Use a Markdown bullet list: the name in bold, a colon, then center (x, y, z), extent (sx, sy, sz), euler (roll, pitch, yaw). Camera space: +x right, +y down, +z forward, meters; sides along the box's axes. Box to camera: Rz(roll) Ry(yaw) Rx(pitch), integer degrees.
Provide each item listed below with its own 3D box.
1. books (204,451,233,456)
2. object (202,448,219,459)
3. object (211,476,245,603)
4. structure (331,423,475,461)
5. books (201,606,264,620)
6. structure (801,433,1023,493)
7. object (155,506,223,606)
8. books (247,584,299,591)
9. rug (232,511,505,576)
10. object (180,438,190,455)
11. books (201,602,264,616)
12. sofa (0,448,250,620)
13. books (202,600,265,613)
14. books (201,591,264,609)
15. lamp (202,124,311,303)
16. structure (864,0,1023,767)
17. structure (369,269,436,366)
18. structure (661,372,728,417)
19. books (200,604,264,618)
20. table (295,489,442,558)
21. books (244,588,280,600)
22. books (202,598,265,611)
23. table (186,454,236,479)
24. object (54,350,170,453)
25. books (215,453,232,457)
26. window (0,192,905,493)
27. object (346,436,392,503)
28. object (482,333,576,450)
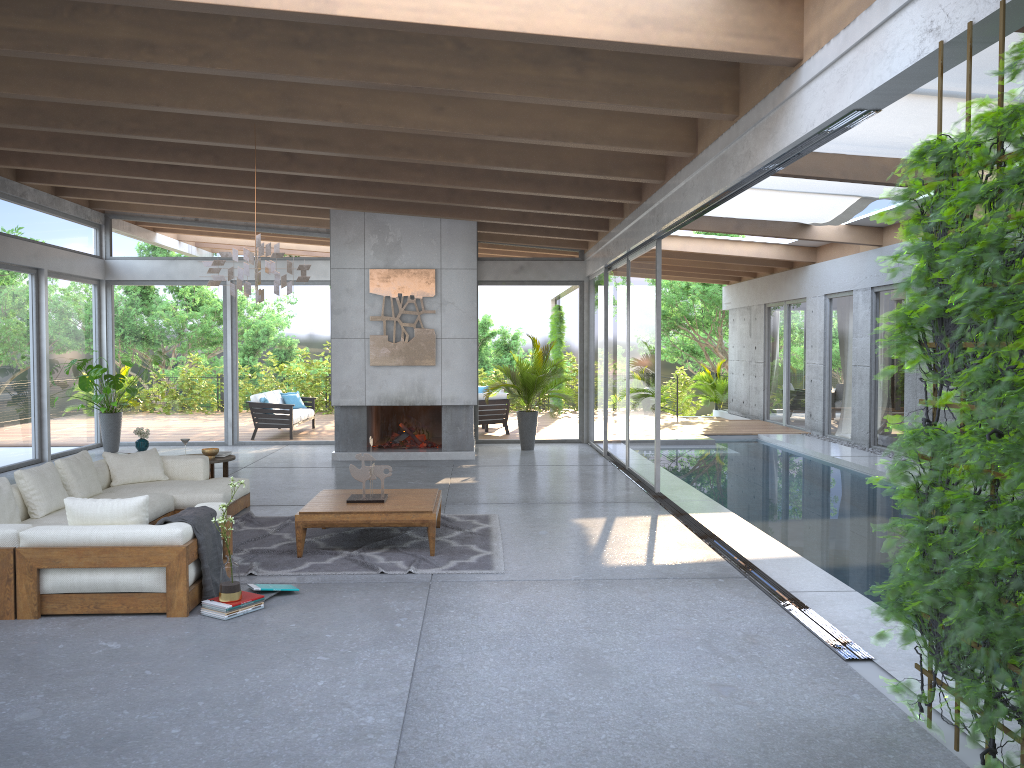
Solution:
- **books**: center (-18.298, 4.505, 55.356), extent (1.204, 0.071, 1.707), euler (0, 2, 3)
- **object**: center (-18.320, 4.397, 53.943), extent (1.016, 0.568, 1.016), euler (-1, 2, -23)
- **object**: center (-9.835, 5.443, 30.638), extent (1.006, 4.413, 1.397), euler (1, 2, 19)
- **structure**: center (-9.229, 4.638, 79.828), extent (11.835, 3.501, 12.957), euler (0, 2, -2)
- **books**: center (-9.784, 8.034, 31.165), extent (1.290, 0.072, 1.684), euler (1, 2, 33)
- **structure**: center (33.355, 7.244, 54.531), extent (2.806, 0.400, 80.416), euler (0, 2, -2)
- **object**: center (-12.648, 6.878, 32.895), extent (5.042, 4.139, 2.777), euler (0, 2, -6)
- **books**: center (-9.000, 7.781, 33.488), extent (1.694, 0.436, 1.287), euler (-1, 2, -27)
- **rug**: center (-9.848, 7.510, 42.435), extent (18.739, 0.332, 12.863), euler (0, 2, -2)
- **object**: center (-19.579, 4.079, 53.225), extent (0.583, 1.248, 0.583), euler (1, 3, 28)
- **books**: center (-9.785, 7.889, 31.157), extent (1.290, 0.072, 1.684), euler (1, 2, 33)
- **sofa**: center (-17.374, 5.931, 41.192), extent (11.557, 4.572, 21.956), euler (0, 2, -2)
- **books**: center (-9.778, 7.814, 31.243), extent (1.290, 0.072, 1.684), euler (1, 2, 33)
- **books**: center (-9.777, 7.669, 31.207), extent (1.290, 0.072, 1.684), euler (1, 2, 33)
- **lamp**: center (-12.276, -7.551, 40.812), extent (5.069, 8.232, 3.741), euler (2, 3, 45)
- **structure**: center (20.731, -0.347, 35.940), extent (16.112, 15.803, 60.474), euler (1, 2, 15)
- **structure**: center (-8.976, -5.200, 72.832), extent (5.406, 7.946, 0.239), euler (0, 2, -2)
- **structure**: center (-31.800, 4.089, 90.011), extent (91.678, 17.775, 186.494), euler (2, 3, 38)
- **books**: center (-9.783, 7.962, 31.131), extent (1.290, 0.072, 1.684), euler (1, 2, 33)
- **table**: center (-6.533, 6.664, 42.204), extent (6.162, 2.072, 6.538), euler (0, 2, -2)
- **books**: center (-9.463, 7.900, 32.890), extent (1.290, 0.072, 1.684), euler (0, 2, 13)
- **books**: center (-9.765, 7.742, 31.184), extent (1.290, 0.072, 1.684), euler (1, 2, 33)
- **table**: center (-19.131, 5.962, 54.364), extent (4.262, 2.593, 4.264), euler (-2, 3, -41)
- **object**: center (-35.879, 1.737, 79.266), extent (8.326, 9.055, 10.182), euler (1, 2, 17)
- **books**: center (-18.343, 4.583, 55.370), extent (1.295, 0.087, 1.783), euler (0, 2, -3)
- **window**: center (-7.085, -3.226, 40.099), extent (84.068, 22.136, 136.920), euler (0, 2, -2)
- **object**: center (-6.696, 4.105, 42.232), extent (2.033, 3.045, 2.227), euler (0, 2, -2)
- **object**: center (1.514, 0.947, 80.689), extent (8.725, 10.701, 10.573), euler (0, 2, 5)
